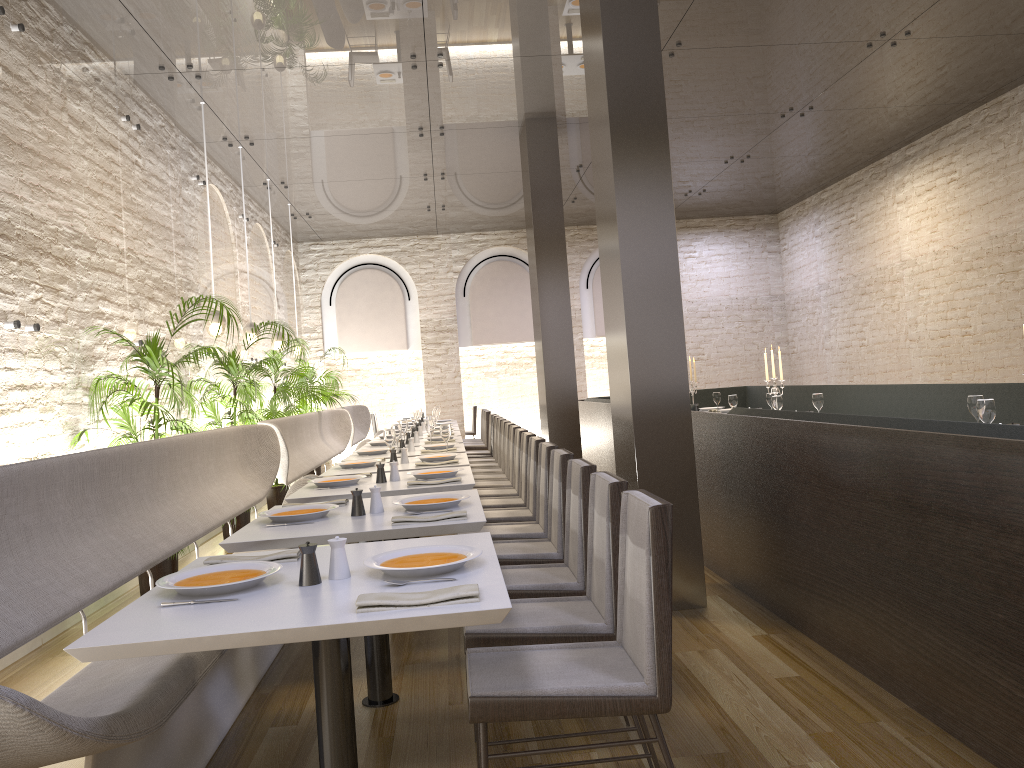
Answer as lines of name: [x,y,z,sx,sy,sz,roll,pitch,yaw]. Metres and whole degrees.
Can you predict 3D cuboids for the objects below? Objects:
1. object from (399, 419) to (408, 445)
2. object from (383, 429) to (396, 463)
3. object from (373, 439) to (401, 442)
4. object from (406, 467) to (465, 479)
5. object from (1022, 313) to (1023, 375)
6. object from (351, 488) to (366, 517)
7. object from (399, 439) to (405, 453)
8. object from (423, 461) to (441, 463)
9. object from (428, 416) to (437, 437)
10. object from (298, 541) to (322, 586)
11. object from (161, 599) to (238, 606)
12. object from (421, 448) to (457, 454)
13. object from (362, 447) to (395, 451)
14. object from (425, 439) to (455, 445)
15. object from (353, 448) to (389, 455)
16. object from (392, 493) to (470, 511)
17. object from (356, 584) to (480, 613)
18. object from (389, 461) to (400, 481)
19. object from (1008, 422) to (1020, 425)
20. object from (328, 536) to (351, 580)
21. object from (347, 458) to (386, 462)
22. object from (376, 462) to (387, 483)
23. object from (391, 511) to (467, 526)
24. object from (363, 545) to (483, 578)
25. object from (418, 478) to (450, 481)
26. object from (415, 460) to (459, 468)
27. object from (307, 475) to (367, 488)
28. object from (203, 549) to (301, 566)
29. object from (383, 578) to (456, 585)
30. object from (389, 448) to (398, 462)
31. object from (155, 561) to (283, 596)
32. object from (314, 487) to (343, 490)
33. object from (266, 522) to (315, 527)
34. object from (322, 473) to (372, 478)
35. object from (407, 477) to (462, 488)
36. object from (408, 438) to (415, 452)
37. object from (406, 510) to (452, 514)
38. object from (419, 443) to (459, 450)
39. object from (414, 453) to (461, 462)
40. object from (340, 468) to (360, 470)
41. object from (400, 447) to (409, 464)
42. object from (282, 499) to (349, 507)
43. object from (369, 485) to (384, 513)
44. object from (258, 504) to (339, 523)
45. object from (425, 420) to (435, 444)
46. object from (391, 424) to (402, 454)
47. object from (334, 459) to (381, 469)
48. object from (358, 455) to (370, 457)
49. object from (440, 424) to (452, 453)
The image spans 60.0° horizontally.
object: [-0.988,0.440,8.117,0.086,0.231,0.086,-6,-3,38]
object: [-0.844,0.429,6.150,0.086,0.231,0.086,-6,-3,38]
object: [-1.213,0.563,8.631,0.273,0.033,0.142,-4,0,-4]
object: [-0.420,0.497,4.883,0.322,0.036,0.321,-4,0,-26]
object: [2.462,-0.031,4.029,0.131,0.658,0.389,-4,-2,7]
object: [-0.619,0.471,3.551,0.059,0.109,0.059,-4,-2,-13]
object: [-0.877,0.492,7.085,0.059,0.109,0.059,-4,-2,-13]
object: [-0.494,0.510,5.829,0.181,0.015,0.038,-4,0,-3]
object: [-0.768,0.424,8.588,0.086,0.231,0.086,-6,-3,38]
object: [-0.528,0.464,2.304,0.059,0.109,0.059,-4,-2,-13]
object: [-0.763,0.531,2.168,0.185,0.010,0.017,-4,-1,-4]
object: [-0.562,0.515,6.813,0.273,0.033,0.142,-4,0,-4]
object: [-1.129,0.557,7.474,0.273,0.033,0.142,-4,0,-4]
object: [-0.647,0.521,7.970,0.273,0.033,0.142,-4,0,-4]
object: [-1.122,0.549,7.133,0.322,0.036,0.321,-4,0,-22]
object: [-0.329,0.489,3.637,0.322,0.036,0.321,-4,0,-26]
object: [-0.213,0.487,2.032,0.273,0.033,0.142,-4,0,-4]
object: [-0.644,0.474,4.848,0.059,0.109,0.059,-4,-2,-13]
object: [2.407,0.245,4.249,0.069,0.127,0.068,-4,-2,-11]
object: [-0.462,0.459,2.355,0.059,0.109,0.059,-4,-2,-13]
object: [-1.044,0.550,6.315,0.273,0.033,0.142,-4,0,-4]
object: [-0.710,0.478,4.797,0.059,0.109,0.059,-4,-2,-13]
object: [-0.304,0.494,3.278,0.273,0.033,0.142,-4,0,-4]
object: [-0.238,0.482,2.391,0.322,0.036,0.321,-4,0,-26]
object: [-0.411,0.504,4.700,0.181,0.015,0.038,-4,0,-3]
object: [-0.478,0.508,5.653,0.273,0.033,0.142,-4,0,-4]
object: [-0.955,0.536,4.845,0.322,0.036,0.321,-4,0,-26]
object: [-0.780,0.529,2.693,0.273,0.033,0.142,-4,0,-4]
object: [-0.229,0.489,2.208,0.181,0.015,0.038,-4,0,-3]
object: [-0.793,0.485,5.926,0.059,0.109,0.059,-4,-2,4]
object: [-0.773,0.522,2.352,0.322,0.036,0.321,-4,0,-26]
object: [-0.945,0.546,4.661,0.185,0.010,0.017,-4,-1,-4]
object: [-0.854,0.538,3.414,0.185,0.010,0.017,-4,-1,-4]
object: [-0.962,0.544,5.186,0.273,0.033,0.142,-4,0,-4]
object: [-0.395,0.502,4.525,0.273,0.033,0.142,-4,0,-4]
object: [-0.811,0.487,7.136,0.059,0.109,0.059,-4,-2,-13]
object: [-0.320,0.496,3.454,0.181,0.015,0.038,-4,0,-3]
object: [-0.588,0.510,7.172,0.322,0.036,0.321,-4,0,-22]
object: [-0.503,0.503,6.012,0.321,0.036,0.321,-4,0,31]
object: [-1.028,0.552,5.790,0.185,0.010,0.017,-4,-1,-4]
object: [-0.726,0.480,5.977,0.059,0.109,0.059,-4,-2,4]
object: [-0.871,0.537,3.940,0.273,0.033,0.142,-4,0,-4]
object: [-0.553,0.466,3.602,0.059,0.109,0.059,-4,-2,-13]
object: [-0.864,0.529,3.598,0.322,0.036,0.321,-4,0,-26]
object: [-0.685,0.417,7.456,0.086,0.231,0.086,-4,-2,2]
object: [-0.905,0.434,6.985,0.086,0.231,0.086,-6,-3,44]
object: [-1.038,0.542,5.974,0.321,0.036,0.321,-4,0,31]
object: [-1.113,0.559,6.949,0.185,0.010,0.017,-4,-1,-4]
object: [-0.466,0.401,6.283,0.086,0.231,0.086,-6,-3,38]
